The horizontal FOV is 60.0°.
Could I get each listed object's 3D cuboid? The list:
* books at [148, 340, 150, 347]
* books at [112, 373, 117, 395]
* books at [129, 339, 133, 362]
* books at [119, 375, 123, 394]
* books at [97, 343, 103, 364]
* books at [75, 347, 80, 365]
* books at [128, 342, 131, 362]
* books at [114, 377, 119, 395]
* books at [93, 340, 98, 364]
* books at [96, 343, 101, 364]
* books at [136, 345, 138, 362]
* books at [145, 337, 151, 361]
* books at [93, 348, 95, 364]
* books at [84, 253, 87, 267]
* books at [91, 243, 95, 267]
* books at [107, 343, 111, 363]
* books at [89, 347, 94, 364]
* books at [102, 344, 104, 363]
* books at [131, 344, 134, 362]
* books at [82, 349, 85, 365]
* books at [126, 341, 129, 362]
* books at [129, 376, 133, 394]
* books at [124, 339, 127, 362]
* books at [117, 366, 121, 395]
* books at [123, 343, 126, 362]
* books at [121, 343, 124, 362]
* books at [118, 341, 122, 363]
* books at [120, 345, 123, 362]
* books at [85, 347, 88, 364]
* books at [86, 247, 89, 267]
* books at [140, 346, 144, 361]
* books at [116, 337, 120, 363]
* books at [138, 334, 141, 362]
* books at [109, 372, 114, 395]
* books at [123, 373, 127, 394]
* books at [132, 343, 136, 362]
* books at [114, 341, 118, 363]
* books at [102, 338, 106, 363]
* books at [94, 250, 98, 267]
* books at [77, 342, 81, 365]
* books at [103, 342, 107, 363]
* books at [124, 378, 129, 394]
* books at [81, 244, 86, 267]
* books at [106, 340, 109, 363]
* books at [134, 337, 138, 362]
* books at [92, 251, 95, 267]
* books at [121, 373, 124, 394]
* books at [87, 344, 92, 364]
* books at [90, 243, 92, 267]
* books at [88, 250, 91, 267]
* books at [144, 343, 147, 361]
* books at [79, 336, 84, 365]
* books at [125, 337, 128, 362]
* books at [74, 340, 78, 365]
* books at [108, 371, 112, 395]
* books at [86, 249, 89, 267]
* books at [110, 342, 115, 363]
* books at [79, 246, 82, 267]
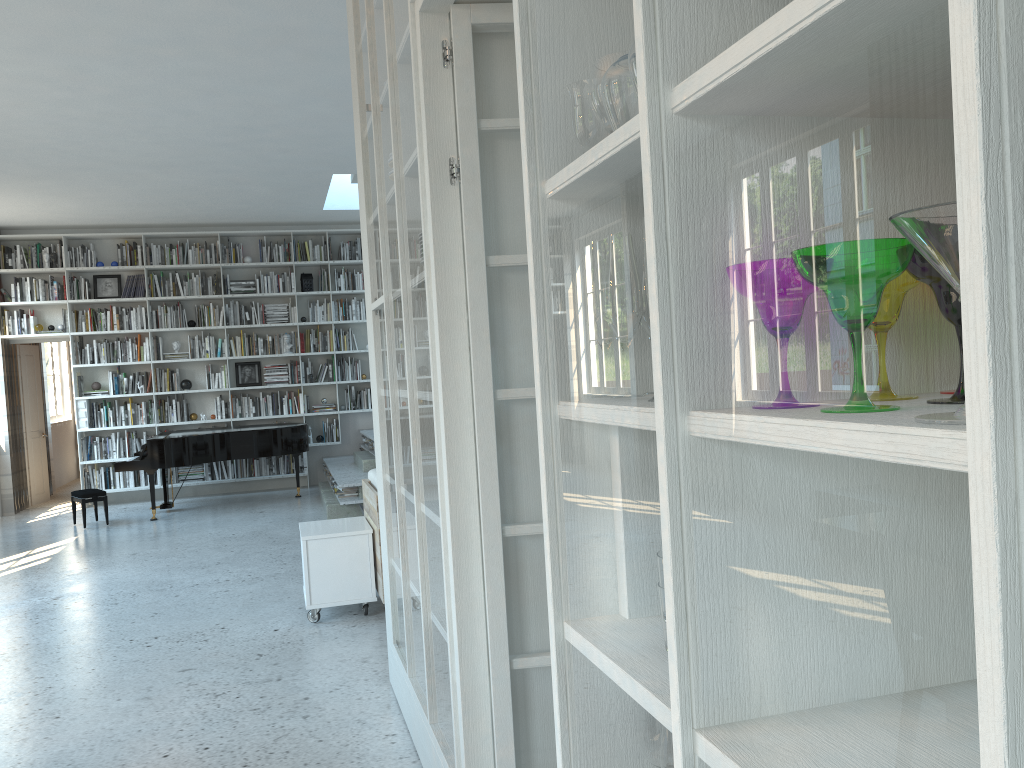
[{"bbox_3d":[-4.263,-0.395,10.477,0.036,0.257,0.123,-4,2,-15],"label":"books"},{"bbox_3d":[-4.645,-0.001,10.377,0.031,0.255,0.143,-4,2,-15],"label":"books"},{"bbox_3d":[-4.461,-0.391,10.406,0.015,0.275,0.157,-4,2,-15],"label":"books"},{"bbox_3d":[-4.579,0.007,10.405,0.030,0.231,0.148,-4,2,-15],"label":"books"},{"bbox_3d":[-4.790,-0.354,10.344,0.049,0.243,0.139,-4,2,-15],"label":"books"},{"bbox_3d":[-5.018,-0.322,10.267,0.026,0.209,0.155,-4,2,-15],"label":"books"},{"bbox_3d":[-4.488,-0.373,10.429,0.028,0.242,0.131,-4,2,-15],"label":"books"},{"bbox_3d":[-4.607,0.021,10.357,0.029,0.208,0.189,-4,2,-15],"label":"books"},{"bbox_3d":[-4.832,-0.370,10.317,0.023,0.281,0.174,-4,2,-15],"label":"books"},{"bbox_3d":[-4.813,-0.353,10.314,0.011,0.246,0.176,-4,2,-15],"label":"books"},{"bbox_3d":[-4.401,-0.359,10.431,0.013,0.203,0.161,-4,2,-15],"label":"books"},{"bbox_3d":[-4.294,-0.407,10.468,0.027,0.286,0.148,-4,2,-15],"label":"books"},{"bbox_3d":[-4.857,-0.322,10.334,0.021,0.188,0.129,-4,2,-15],"label":"books"},{"bbox_3d":[-4.929,-1.419,10.271,0.026,0.182,0.161,-4,2,-15],"label":"books"},{"bbox_3d":[-4.867,-1.479,10.309,0.015,0.293,0.130,-4,2,-15],"label":"books"},{"bbox_3d":[-4.692,-0.357,10.342,0.024,0.237,0.167,-4,2,-15],"label":"books"},{"bbox_3d":[-4.870,-0.328,10.285,0.028,0.204,0.188,-4,2,-15],"label":"books"},{"bbox_3d":[-4.754,-0.349,10.334,0.014,0.230,0.148,-4,2,-15],"label":"books"},{"bbox_3d":[-4.450,-0.363,10.424,0.012,0.217,0.160,-4,2,-15],"label":"books"},{"bbox_3d":[-4.949,-0.312,10.272,0.037,0.182,0.189,-4,2,-15],"label":"books"},{"bbox_3d":[-4.504,-0.376,10.415,0.011,0.252,0.139,-4,2,-15],"label":"books"},{"bbox_3d":[-4.475,0.009,10.428,0.056,0.214,0.142,-4,2,-15],"label":"books"},{"bbox_3d":[-4.523,-0.385,10.398,0.012,0.272,0.145,-4,2,-15],"label":"books"},{"bbox_3d":[-4.600,-0.044,10.392,0.011,0.336,0.153,-4,2,-15],"label":"books"},{"bbox_3d":[-4.535,-0.362,10.400,0.013,0.228,0.151,-4,2,-15],"label":"books"},{"bbox_3d":[-4.545,-0.362,10.386,0.013,0.229,0.177,-4,2,-15],"label":"books"},{"bbox_3d":[-4.586,-0.374,10.389,0.021,0.256,0.156,-4,2,-15],"label":"books"},{"bbox_3d":[-4.564,-0.349,10.395,0.021,0.205,0.130,-4,2,-15],"label":"books"},{"bbox_3d":[-4.932,-0.327,10.296,0.042,0.209,0.143,-4,2,-15],"label":"books"},{"bbox_3d":[-4.914,-1.455,10.280,0.013,0.253,0.129,-4,2,-15],"label":"books"},{"bbox_3d":[-4.347,-0.352,10.449,0.030,0.183,0.151,-4,2,-15],"label":"books"},{"bbox_3d":[-4.600,-0.394,10.374,0.013,0.300,0.151,-4,2,-15],"label":"books"},{"bbox_3d":[-4.382,-0.421,10.436,0.035,0.326,0.170,-4,2,-15],"label":"books"},{"bbox_3d":[-4.670,-0.008,10.362,0.024,0.273,0.150,-4,2,-15],"label":"books"},{"bbox_3d":[-4.532,-0.005,10.392,0.011,0.250,0.172,-4,2,-15],"label":"books"},{"bbox_3d":[-4.435,-0.365,10.432,0.021,0.221,0.148,-4,2,-15],"label":"books"},{"bbox_3d":[-4.633,-0.371,10.384,0.048,0.256,0.141,-4,2,-15],"label":"books"},{"bbox_3d":[-4.743,-0.382,10.335,0.011,0.293,0.183,-4,2,-15],"label":"books"},{"bbox_3d":[-4.836,-1.439,10.310,0.013,0.210,0.136,-4,2,-15],"label":"books"},{"bbox_3d":[-4.993,-0.352,10.256,0.027,0.266,0.176,-4,2,-15],"label":"books"},{"bbox_3d":[-4.724,-0.360,10.332,0.021,0.247,0.189,-4,2,-15],"label":"books"},{"bbox_3d":[-4.507,0.023,10.386,0.029,0.190,0.189,-4,2,-15],"label":"books"},{"bbox_3d":[-4.947,-1.466,10.247,0.015,0.279,0.190,-4,2,-15],"label":"books"},{"bbox_3d":[-4.714,-0.372,10.352,0.011,0.271,0.157,-4,2,-15],"label":"books"},{"bbox_3d":[-4.421,-0.402,10.440,0.015,0.293,0.143,-4,2,-15],"label":"books"},{"bbox_3d":[-4.846,-1.434,10.297,0.014,0.202,0.170,-4,2,-15],"label":"books"},{"bbox_3d":[-4.552,-0.004,10.405,0.022,0.249,0.129,-4,2,-15],"label":"books"},{"bbox_3d":[-4.897,-0.343,10.288,0.022,0.235,0.177,-4,2,-15],"label":"books"},{"bbox_3d":[-4.875,-1.482,10.295,0.007,0.301,0.145,-4,2,-15],"label":"books"},{"bbox_3d":[-4.880,-1.437,10.273,0.021,0.214,0.173,-4,2,-15],"label":"books"},{"bbox_3d":[-4.319,-0.374,10.457,0.031,0.223,0.144,-4,2,-15],"label":"books"},{"bbox_3d":[-4.976,-0.387,10.257,0.012,0.334,0.184,-4,2,-15],"label":"books"},{"bbox_3d":[-4.517,-0.402,10.416,0.011,0.304,0.129,-4,2,-15],"label":"books"},{"bbox_3d":[-5.041,-0.359,10.270,0.012,0.285,0.159,-4,2,-15],"label":"books"},{"bbox_3d":[-4.688,-0.013,10.358,0.012,0.285,0.159,-4,2,-15],"label":"books"},{"bbox_3d":[-4.899,-1.439,10.275,0.013,0.220,0.181,-4,2,-15],"label":"books"},{"bbox_3d":[-4.662,-0.361,10.358,0.023,0.242,0.184,-4,2,-15],"label":"books"},{"bbox_3d":[-4.973,-1.455,10.257,0.016,0.261,0.154,-4,2,-15],"label":"books"}]
